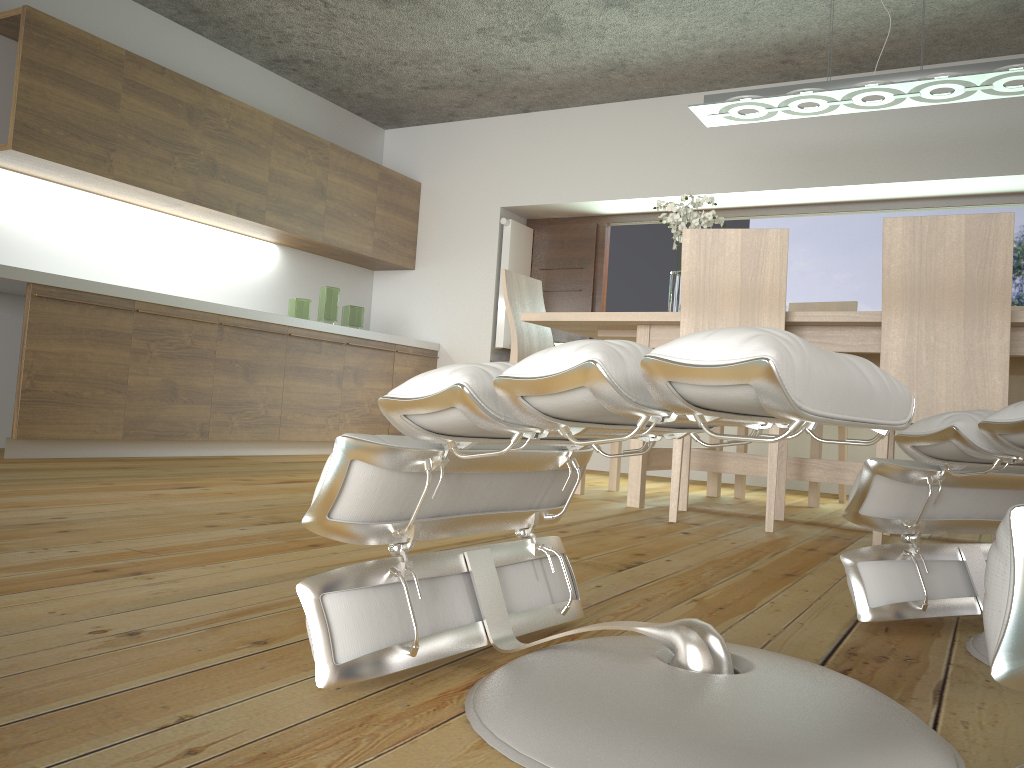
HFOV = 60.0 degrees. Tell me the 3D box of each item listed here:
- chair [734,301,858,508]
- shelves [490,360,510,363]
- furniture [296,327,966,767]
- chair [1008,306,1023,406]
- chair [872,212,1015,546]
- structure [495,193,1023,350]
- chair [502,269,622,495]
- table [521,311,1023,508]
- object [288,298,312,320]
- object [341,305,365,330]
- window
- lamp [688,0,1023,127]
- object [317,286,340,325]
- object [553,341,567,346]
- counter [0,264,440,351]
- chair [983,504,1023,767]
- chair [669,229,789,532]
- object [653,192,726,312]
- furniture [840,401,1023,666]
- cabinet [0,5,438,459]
[{"bbox_3d":[1.423,0.066,4.381,0.404,1.019,0.505,1,-4,40],"label":"chair"},{"bbox_3d":[2.067,-0.022,5.213,4.873,0.054,0.403,3,-2,29],"label":"shelves"},{"bbox_3d":[0.179,0.166,1.081,0.686,0.440,0.568,2,-3,36],"label":"furniture"},{"bbox_3d":[2.218,0.111,4.099,0.404,1.019,0.505,2,-4,28],"label":"chair"},{"bbox_3d":[1.388,0.015,2.845,0.404,1.019,0.505,2,-4,29],"label":"chair"},{"bbox_3d":[2.113,-0.563,5.266,4.877,1.156,0.524,3,-3,29],"label":"structure"},{"bbox_3d":[0.224,-0.020,4.212,0.506,1.019,0.403,2,-4,32],"label":"chair"},{"bbox_3d":[1.388,0.166,3.509,2.501,0.757,1.198,3,-3,32],"label":"table"},{"bbox_3d":[-1.338,-0.455,5.581,0.112,0.160,0.111,6,-4,-36],"label":"object"},{"bbox_3d":[-1.044,-0.428,5.808,0.111,0.160,0.112,6,-4,-36],"label":"object"},{"bbox_3d":[2.476,-0.567,5.311,4.188,0.980,0.012,3,-4,29],"label":"window"},{"bbox_3d":[1.520,-1.537,3.693,1.491,0.721,0.289,3,-3,29],"label":"lamp"},{"bbox_3d":[-1.174,-0.489,5.668,0.099,0.260,0.099,6,-4,-36],"label":"object"},{"bbox_3d":[0.337,-0.214,6.224,0.111,0.160,0.112,3,-3,14],"label":"object"},{"bbox_3d":[-1.600,-0.379,5.162,0.652,0.054,3.278,3,-2,29],"label":"counter"},{"bbox_3d":[0.818,-0.077,0.445,0.568,0.970,0.914,6,-4,-36],"label":"chair"},{"bbox_3d":[0.804,-0.012,3.236,0.404,1.019,0.505,3,-3,18],"label":"chair"},{"bbox_3d":[0.784,-0.546,3.949,0.304,0.609,0.301,2,-4,32],"label":"object"},{"bbox_3d":[0.992,0.232,1.440,0.569,0.440,0.686,5,-3,-26],"label":"furniture"},{"bbox_3d":[-1.537,-0.602,5.259,0.656,2.008,3.085,2,-3,29],"label":"cabinet"}]
